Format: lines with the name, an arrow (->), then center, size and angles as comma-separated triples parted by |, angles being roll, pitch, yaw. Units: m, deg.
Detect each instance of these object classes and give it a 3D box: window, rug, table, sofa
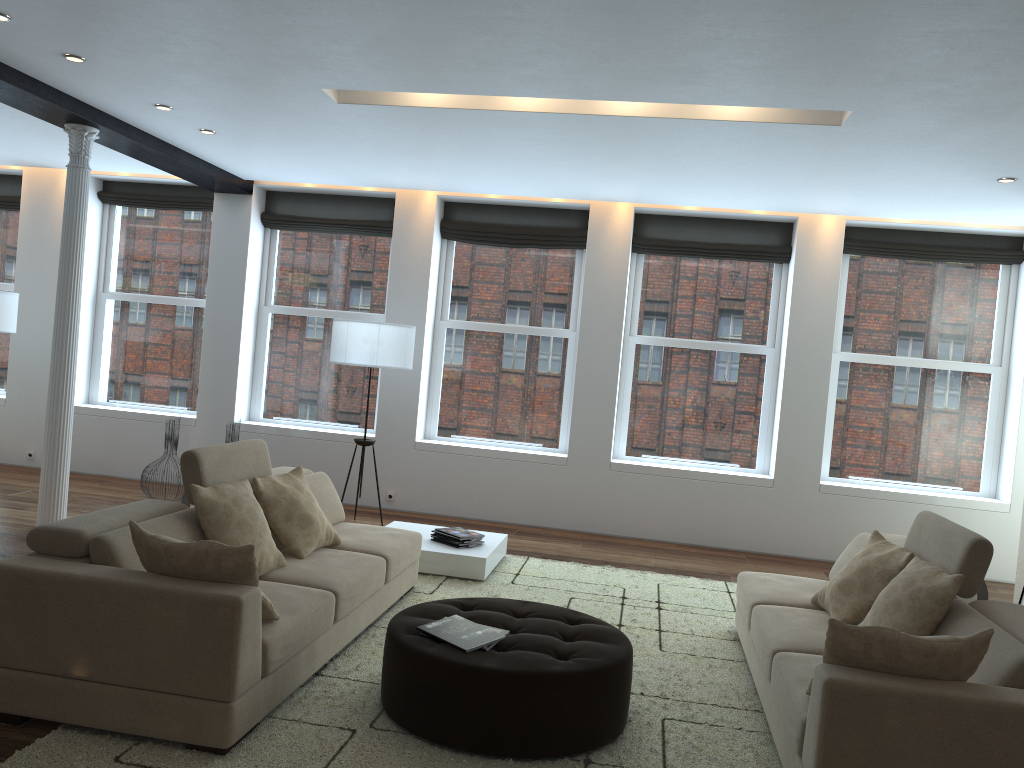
window -> -5.672, -1.034, 9.455 | 1.345, 2.400, 0.123 | 5, 1, 9
window -> 1.764, -0.342, 8.292 | 1.443, 2.400, 0.123 | 5, 1, 9
rug -> 0.077, 1.385, 4.668 | 2.972, 0.020, 4.231 | 5, 1, 9
table -> -0.551, 1.195, 6.402 | 0.900, 0.170, 0.900 | 5, 1, 9
sofa -> 1.658, 1.075, 3.981 | 1.021, 0.950, 2.581 | 5, 1, 9
window -> -1.855, -0.679, 8.858 | 1.432, 2.400, 0.123 | 5, 1, 9
window -> -3.638, -0.845, 9.137 | 1.391, 2.400, 0.123 | 5, 1, 9
window -> 3.636, -0.168, 8.000 | 1.563, 2.400, 0.123 | 5, 1, 9
window -> -0.048, -0.511, 8.576 | 1.442, 2.400, 0.123 | 5, 1, 9
sofa -> -1.241, 0.806, 4.434 | 1.021, 0.950, 2.581 | 5, 1, 9

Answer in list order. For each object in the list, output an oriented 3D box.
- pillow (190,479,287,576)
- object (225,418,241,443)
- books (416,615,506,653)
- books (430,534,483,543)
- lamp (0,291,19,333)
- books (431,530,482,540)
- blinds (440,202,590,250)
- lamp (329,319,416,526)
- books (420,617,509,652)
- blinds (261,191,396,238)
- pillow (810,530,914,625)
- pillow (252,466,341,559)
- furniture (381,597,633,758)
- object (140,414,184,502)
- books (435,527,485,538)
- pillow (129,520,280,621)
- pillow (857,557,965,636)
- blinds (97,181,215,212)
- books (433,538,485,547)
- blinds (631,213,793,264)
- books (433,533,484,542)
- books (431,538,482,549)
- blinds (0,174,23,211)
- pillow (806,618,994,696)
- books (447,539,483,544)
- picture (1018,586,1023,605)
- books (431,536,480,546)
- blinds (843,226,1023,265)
pillow -> -1.282, 0.678, 4.183 | 0.301, 0.439, 0.534 | 5, 1, 12
object -> -2.555, 0.693, 8.050 | 0.458, 0.781, 0.458 | 5, 1, 8
books -> -0.208, 1.010, 3.601 | 0.301, 0.040, 0.220 | 6, 2, 44
books -> -0.392, 1.083, 6.283 | 0.300, 0.010, 0.220 | 6, 2, 34
lamp -> -4.964, -0.003, 8.098 | 0.698, 1.728, 0.698 | 6, 2, 33
books -> -0.391, 1.064, 6.283 | 0.300, 0.010, 0.220 | 6, 2, 44
blinds -> 0.034, -1.514, 8.491 | 1.439, 0.424, 0.156 | 5, 1, 9
lamp -> -1.236, 0.344, 7.515 | 0.698, 1.728, 0.698 | 6, 2, 33
books -> -0.191, 1.019, 3.620 | 0.300, 0.031, 0.219 | 6, 1, 24
blinds -> -1.777, -1.688, 8.759 | 1.431, 0.395, 0.183 | 5, 1, 9
pillow -> 1.727, 0.954, 4.344 | 0.368, 0.416, 0.519 | 5, 1, 4
pillow -> -1.174, 0.684, 4.798 | 0.368, 0.416, 0.519 | 5, 1, 13
furniture -> -0.020, 1.209, 3.789 | 1.057, 0.355, 1.057 | 5, 1, 11
object -> -3.047, 0.652, 7.907 | 0.458, 0.781, 0.458 | 5, 1, 8
books -> -0.372, 1.056, 6.301 | 0.220, 0.010, 0.300 | 4, 2, -41
pillow -> -1.168, 0.728, 3.395 | 0.518, 0.393, 0.395 | 5, 1, 12
pillow -> 1.644, 0.950, 3.725 | 0.301, 0.439, 0.534 | 5, 1, 5
blinds -> -3.552, -1.914, 9.052 | 1.396, 0.275, 0.156 | 5, 1, 9
books -> -0.377, 1.113, 6.302 | 0.300, 0.010, 0.220 | 6, 1, 29
blinds -> 1.846, -1.353, 8.208 | 1.442, 0.393, 0.156 | 5, 1, 9
books -> -0.374, 1.075, 6.301 | 0.300, 0.010, 0.220 | 6, 1, 24
books -> -0.396, 1.122, 6.284 | 0.300, 0.010, 0.220 | 6, 2, 44
blinds -> -5.592, -2.044, 9.371 | 1.342, 0.393, 0.156 | 5, 1, 9
pillow -> 1.290, 0.956, 3.011 | 0.518, 0.393, 0.395 | 5, 1, 5
books -> -0.376, 1.094, 6.302 | 0.220, 0.010, 0.300 | 4, 1, -31
picture -> 3.577, 1.185, 5.815 | 0.195, 0.988, 0.700 | 5, 1, 9
books -> -0.394, 1.102, 6.284 | 0.300, 0.010, 0.220 | 6, 2, 44
blinds -> 3.723, -1.232, 7.914 | 1.563, 0.275, 0.156 | 5, 1, 9
